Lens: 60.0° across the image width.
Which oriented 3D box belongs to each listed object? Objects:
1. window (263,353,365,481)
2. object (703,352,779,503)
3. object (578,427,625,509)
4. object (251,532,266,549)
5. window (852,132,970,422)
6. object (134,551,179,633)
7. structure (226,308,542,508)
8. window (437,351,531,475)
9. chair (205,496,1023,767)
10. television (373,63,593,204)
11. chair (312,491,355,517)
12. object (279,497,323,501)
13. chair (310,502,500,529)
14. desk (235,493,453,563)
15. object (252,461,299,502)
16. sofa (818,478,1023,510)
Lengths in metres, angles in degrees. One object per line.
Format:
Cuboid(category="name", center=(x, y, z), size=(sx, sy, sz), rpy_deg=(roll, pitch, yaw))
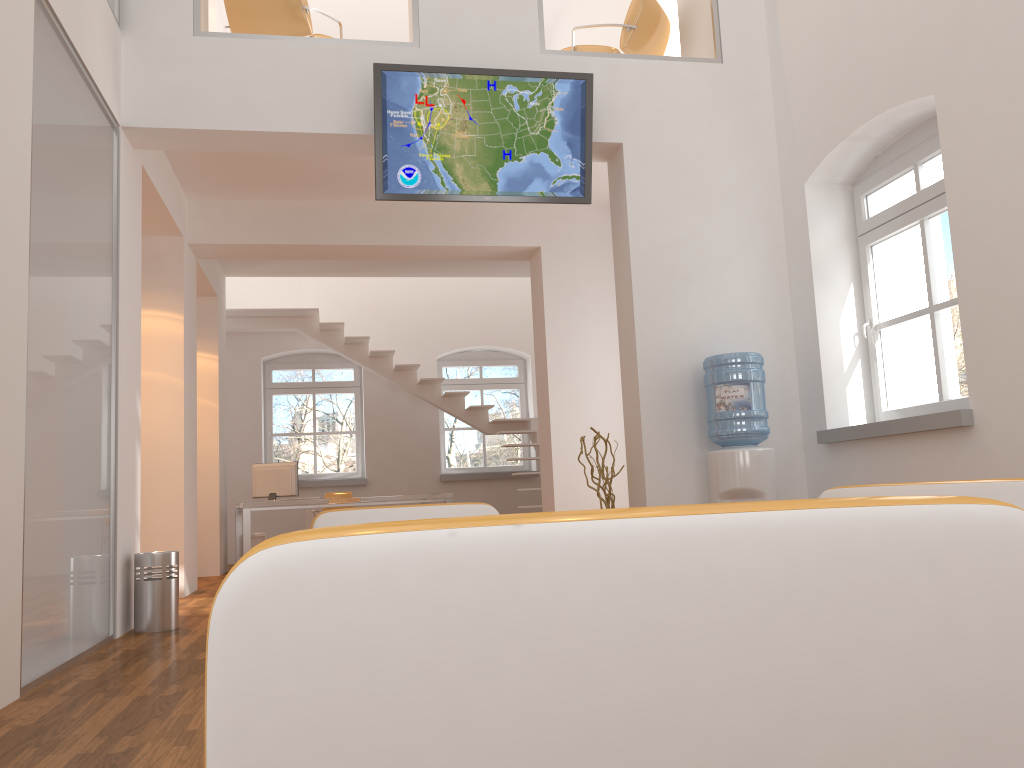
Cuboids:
Cuboid(category="window", center=(-2.662, 0.447, 11.923), size=(1.308, 1.737, 0.142), rpy_deg=(-1, -7, -11))
Cuboid(category="object", center=(1.431, 0.565, 5.512), size=(0.436, 1.490, 0.436), rpy_deg=(1, -8, -26))
Cuboid(category="object", center=(0.621, 0.840, 5.871), size=(0.284, 1.112, 0.655), rpy_deg=(-4, -7, 10))
Cuboid(category="object", center=(-2.836, 1.858, 9.772), size=(0.200, 0.422, 0.474), rpy_deg=(0, -8, -21))
Cuboid(category="window", center=(2.418, -0.596, 5.143), size=(0.142, 1.627, 1.302), rpy_deg=(-1, -7, -11))
Cuboid(category="object", center=(-2.111, 1.229, 5.269), size=(0.248, 0.450, 0.248), rpy_deg=(-7, -8, 32))
Cuboid(category="structure", center=(-1.256, 0.496, 10.061), size=(4.630, 3.042, 3.450), rpy_deg=(-1, -7, -11))
Cuboid(category="window", center=(-0.414, 0.395, 12.374), size=(1.308, 1.737, 0.142), rpy_deg=(-1, -7, -11))
Cuboid(category="chair", center=(0.116, 0.508, 1.269), size=(0.923, 0.661, 0.825), rpy_deg=(-2, -7, -8))
Cuboid(category="television", center=(-0.167, -1.564, 5.599), size=(1.388, 0.803, 0.266), rpy_deg=(-1, -7, -11))
Cuboid(category="chair", center=(-2.158, 1.735, 10.823), size=(0.495, 0.829, 0.464), rpy_deg=(-3, -7, 4))
Cuboid(category="object", center=(-2.390, 1.302, 10.039), size=(0.467, 0.031, 0.200), rpy_deg=(-3, -7, -1))
Cuboid(category="chair", center=(-0.407, 0.872, 3.958), size=(0.923, 0.661, 0.825), rpy_deg=(-1, -7, -16))
Cuboid(category="desk", center=(-1.882, 1.655, 9.912), size=(2.239, 0.750, 1.092), rpy_deg=(0, -8, -21))
Cuboid(category="object", center=(-2.597, 1.061, 9.598), size=(0.516, 0.418, 0.245), rpy_deg=(-5, -8, 18))
Cuboid(category="sofa", center=(1.318, 0.650, 2.846), size=(0.825, 0.661, 2.010), rpy_deg=(-1, -7, -13))
